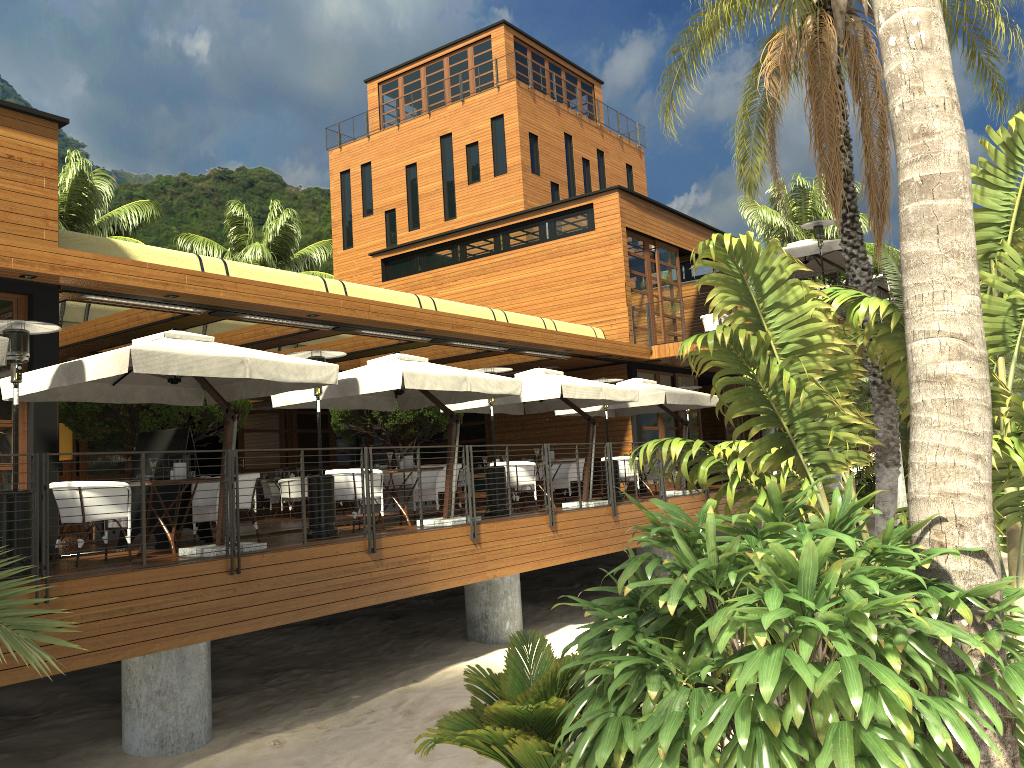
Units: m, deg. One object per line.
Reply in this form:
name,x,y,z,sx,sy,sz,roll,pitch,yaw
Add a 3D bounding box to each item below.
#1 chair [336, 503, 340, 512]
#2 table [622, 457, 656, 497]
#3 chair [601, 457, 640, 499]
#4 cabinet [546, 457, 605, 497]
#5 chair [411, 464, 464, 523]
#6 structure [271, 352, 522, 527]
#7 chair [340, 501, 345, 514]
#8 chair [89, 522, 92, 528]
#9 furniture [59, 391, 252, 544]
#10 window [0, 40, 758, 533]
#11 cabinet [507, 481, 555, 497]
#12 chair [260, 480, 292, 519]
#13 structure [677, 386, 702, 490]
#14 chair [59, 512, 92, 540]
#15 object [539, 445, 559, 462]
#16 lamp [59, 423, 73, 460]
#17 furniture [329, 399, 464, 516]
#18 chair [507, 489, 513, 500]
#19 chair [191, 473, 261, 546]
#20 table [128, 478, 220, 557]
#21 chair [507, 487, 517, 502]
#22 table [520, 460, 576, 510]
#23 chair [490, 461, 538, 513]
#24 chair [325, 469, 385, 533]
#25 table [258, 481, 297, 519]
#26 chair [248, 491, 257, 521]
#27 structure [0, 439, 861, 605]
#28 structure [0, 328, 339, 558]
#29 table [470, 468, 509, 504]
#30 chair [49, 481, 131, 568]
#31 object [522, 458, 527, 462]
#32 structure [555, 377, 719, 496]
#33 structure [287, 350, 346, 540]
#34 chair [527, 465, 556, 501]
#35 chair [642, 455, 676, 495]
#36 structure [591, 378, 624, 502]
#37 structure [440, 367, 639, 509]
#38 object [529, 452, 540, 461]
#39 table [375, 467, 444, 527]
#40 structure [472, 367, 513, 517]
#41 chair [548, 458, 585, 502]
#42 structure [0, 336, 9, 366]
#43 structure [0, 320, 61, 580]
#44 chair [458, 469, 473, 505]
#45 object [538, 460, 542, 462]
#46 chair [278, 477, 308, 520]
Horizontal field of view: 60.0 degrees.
chair,-3.748,2.482,20.160,0.617,0.790,0.626,-3,-6,-8
table,2.483,1.812,17.238,0.930,0.751,0.931,-8,-8,36
chair,2.040,1.766,16.688,0.626,0.790,0.616,-8,-8,37
cabinet,1.537,2.159,20.475,1.609,0.840,0.556,-8,-8,36
chair,-1.025,1.535,12.472,0.626,0.790,0.616,-8,-8,37
structure,-1.482,0.727,11.867,2.410,2.338,2.412,-8,-8,36
chair,-3.756,2.279,18.144,0.616,0.790,0.626,1,-8,-33
chair,-6.726,2.125,14.745,0.626,0.790,0.616,-9,-9,42
furniture,-5.357,0.939,13.307,2.569,2.728,2.713,-4,-6,1
window,-1.363,-5.904,24.443,14.483,18.002,38.350,-5,-6,13
cabinet,0.231,2.337,21.419,1.609,0.840,0.556,-8,-8,36
chair,-4.907,2.386,18.476,0.627,0.790,0.615,1,-8,-33
structure,3.678,1.122,18.388,0.699,2.197,0.698,-7,-7,23
chair,-6.670,1.995,13.494,0.617,0.790,0.626,-1,-7,-23
object,0.599,1.141,14.464,0.263,0.264,0.263,-3,-6,-9
lamp,-8.164,1.720,15.381,0.973,2.015,0.971,-5,-7,16
furniture,-2.239,1.158,17.436,2.613,2.728,2.691,-7,-7,26
chair,-0.256,2.205,19.607,0.627,0.790,0.615,-3,-6,-8
chair,-3.087,1.382,9.665,0.626,0.790,0.616,-8,-8,37
table,-3.525,1.367,9.056,0.930,0.751,0.931,-8,-8,36
chair,-0.160,2.033,17.958,0.627,0.790,0.615,-3,-6,-8
table,0.477,1.663,14.506,0.930,0.751,0.931,-8,-8,36
chair,0.021,1.616,13.939,0.626,0.790,0.616,-8,-8,37
chair,-1.998,1.467,11.189,0.626,0.790,0.616,-8,-8,37
table,-4.472,2.305,17.770,1.165,0.751,1.164,-5,-6,16
chair,-5.341,2.289,17.250,0.616,0.790,0.626,1,-8,-33
structure,2.028,1.538,14.638,0.163,1.156,26.245,-9,-8,36
structure,-3.477,0.579,9.150,2.410,2.338,2.412,-8,-8,36
table,-0.293,2.146,18.813,1.164,0.751,1.165,-9,-8,41
chair,-4.025,1.317,8.429,0.626,0.790,0.616,-8,-8,37
object,0.197,1.257,14.478,0.086,0.086,0.086,-9,-8,40
structure,2.508,1.022,17.301,2.410,2.338,2.412,-8,-8,36
structure,-2.241,0.684,10.327,0.699,2.197,0.698,-7,-7,23
chair,0.642,2.069,18.821,0.617,0.790,0.626,-3,-6,-8
chair,2.977,1.831,17.923,0.626,0.790,0.616,-8,-8,37
structure,1.700,0.976,15.694,0.699,2.197,0.698,-7,-7,23
structure,0.513,0.874,14.584,2.410,2.338,2.412,-8,-8,36
object,0.361,1.215,14.636,0.163,0.179,0.168,-9,-8,38
table,-1.524,1.515,11.781,0.930,0.751,0.931,-8,-8,36
structure,-0.273,0.830,13.007,0.699,2.197,0.698,-7,-7,23
chair,0.959,1.682,15.174,0.626,0.790,0.616,-8,-8,37
structure,-5.473,0.431,6.433,2.410,2.338,2.412,-8,-8,36
structure,-4.249,0.536,7.593,0.699,2.197,0.698,-7,-7,23
chair,-1.169,2.169,18.675,0.617,0.790,0.626,-3,-6,-8
object,0.464,1.292,14.771,0.080,0.042,0.080,-3,-6,-3
chair,-4.119,2.190,17.027,0.627,0.790,0.615,1,-8,-33
